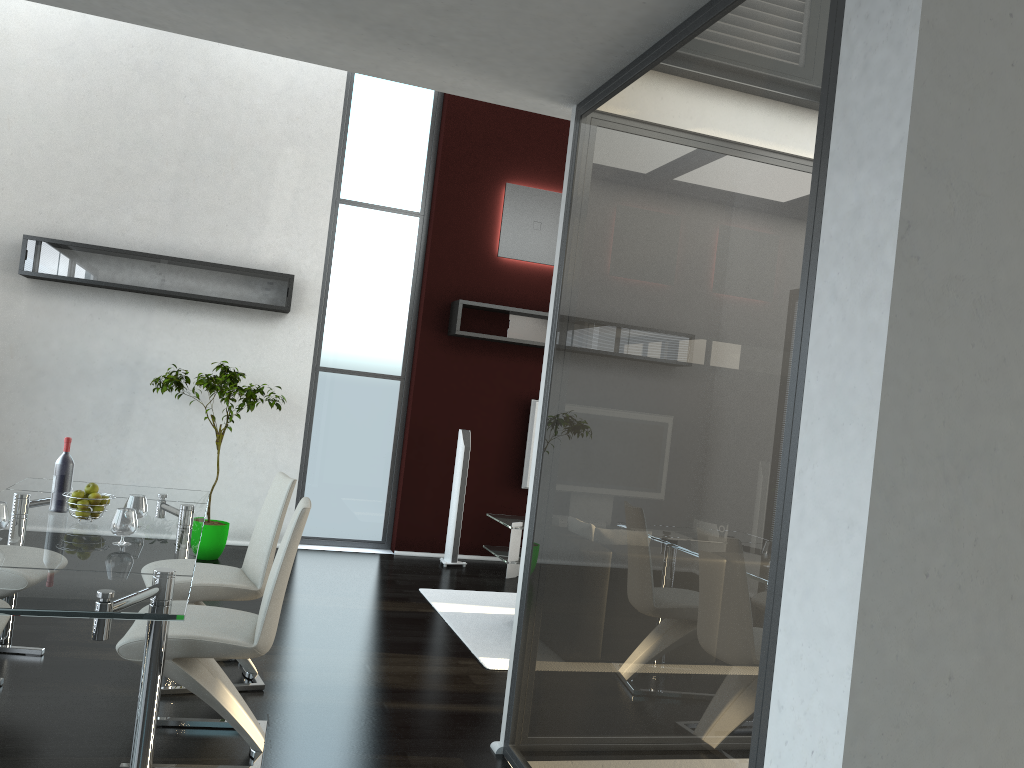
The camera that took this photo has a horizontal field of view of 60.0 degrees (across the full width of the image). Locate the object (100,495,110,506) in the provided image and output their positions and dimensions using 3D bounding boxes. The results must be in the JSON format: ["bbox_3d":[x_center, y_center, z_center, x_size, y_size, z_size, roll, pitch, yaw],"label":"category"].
[{"bbox_3d":[-1.733,0.496,3.759,0.055,0.048,0.054,7,-1,-24],"label":"object"}]

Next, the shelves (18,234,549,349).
[{"bbox_3d":[-0.420,-0.571,7.838,6.988,0.301,0.305,7,-1,-17],"label":"shelves"}]

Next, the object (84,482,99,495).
[{"bbox_3d":[-1.767,0.442,3.730,0.055,0.056,0.055,7,-1,-17],"label":"object"}]

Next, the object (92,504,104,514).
[{"bbox_3d":[-1.734,0.524,3.717,0.045,0.042,0.045,7,-1,-23],"label":"object"}]

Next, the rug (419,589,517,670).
[{"bbox_3d":[1.335,1.733,6.196,3.695,0.009,1.875,7,-1,-17],"label":"rug"}]

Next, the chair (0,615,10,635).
[{"bbox_3d":[-2.085,0.782,3.040,0.612,0.959,0.471,7,-1,-22],"label":"chair"}]

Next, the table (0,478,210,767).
[{"bbox_3d":[-1.812,0.940,3.638,0.940,0.731,2.720,7,-1,-17],"label":"table"}]

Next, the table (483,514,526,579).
[{"bbox_3d":[0.858,1.174,7.984,2.046,1.093,0.771,7,-1,-17],"label":"table"}]

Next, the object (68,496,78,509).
[{"bbox_3d":[-1.832,0.495,3.726,0.058,0.058,0.058,5,-2,39],"label":"object"}]

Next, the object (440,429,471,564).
[{"bbox_3d":[-0.468,0.965,7.660,0.228,1.141,0.215,7,-2,-32],"label":"object"}]

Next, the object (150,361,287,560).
[{"bbox_3d":[-2.327,0.569,6.866,0.994,1.515,0.646,7,-1,-26],"label":"object"}]

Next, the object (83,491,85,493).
[{"bbox_3d":[-1.832,0.478,3.770,0.047,0.048,0.047,6,-2,35],"label":"object"}]

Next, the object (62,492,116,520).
[{"bbox_3d":[-1.785,0.520,3.732,0.206,0.105,0.206,6,-2,28],"label":"object"}]

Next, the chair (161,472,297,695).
[{"bbox_3d":[-1.393,0.888,4.164,0.612,0.959,0.471,7,-2,-27],"label":"chair"}]

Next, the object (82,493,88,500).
[{"bbox_3d":[-1.798,0.475,3.714,0.040,0.038,0.040,5,-2,44],"label":"object"}]

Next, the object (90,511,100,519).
[{"bbox_3d":[-1.760,0.551,3.742,0.038,0.038,0.038,7,-1,-14],"label":"object"}]

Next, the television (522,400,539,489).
[{"bbox_3d":[0.816,0.625,8.247,1.436,0.807,0.099,7,-1,-17],"label":"television"}]

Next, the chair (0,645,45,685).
[{"bbox_3d":[-2.369,0.771,3.953,0.612,0.959,0.471,7,-1,-7],"label":"chair"}]

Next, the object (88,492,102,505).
[{"bbox_3d":[-1.743,0.481,3.705,0.050,0.054,0.055,5,-2,42],"label":"object"}]

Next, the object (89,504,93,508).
[{"bbox_3d":[-1.775,0.507,3.783,0.054,0.055,0.053,6,-2,37],"label":"object"}]

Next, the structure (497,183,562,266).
[{"bbox_3d":[0.223,-1.452,8.162,0.678,0.676,0.055,7,-1,-17],"label":"structure"}]

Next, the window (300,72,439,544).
[{"bbox_3d":[-1.276,-0.787,7.963,0.800,4.400,0.025,7,-1,-17],"label":"window"}]

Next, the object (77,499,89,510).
[{"bbox_3d":[-1.777,0.498,3.674,0.047,0.045,0.047,7,-1,-13],"label":"object"}]

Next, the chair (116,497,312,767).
[{"bbox_3d":[-1.127,0.899,3.363,0.612,0.959,0.471,7,-1,-12],"label":"chair"}]

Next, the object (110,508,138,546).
[{"bbox_3d":[-1.466,0.538,3.350,0.098,0.132,0.098,6,-1,2],"label":"object"}]

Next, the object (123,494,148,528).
[{"bbox_3d":[-1.584,0.534,3.730,0.098,0.132,0.098,6,-1,2],"label":"object"}]

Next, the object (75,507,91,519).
[{"bbox_3d":[-1.790,0.536,3.702,0.061,0.056,0.059,6,-2,28],"label":"object"}]

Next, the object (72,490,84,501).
[{"bbox_3d":[-1.799,0.461,3.675,0.047,0.045,0.047,7,-1,-17],"label":"object"}]

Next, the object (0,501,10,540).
[{"bbox_3d":[-1.855,0.489,3.178,0.098,0.132,0.098,6,-1,2],"label":"object"}]

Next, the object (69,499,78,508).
[{"bbox_3d":[-1.819,0.497,3.686,0.040,0.040,0.039,7,-2,-26],"label":"object"}]

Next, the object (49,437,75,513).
[{"bbox_3d":[-1.961,0.396,3.878,0.082,0.326,0.082,6,-1,3],"label":"object"}]
